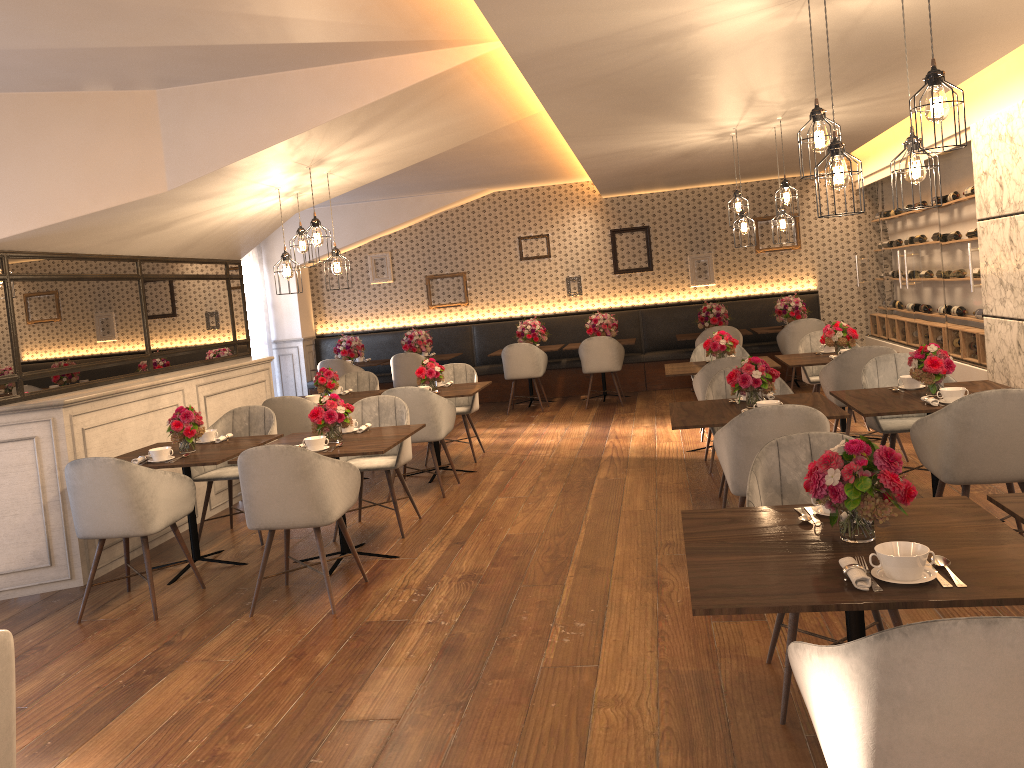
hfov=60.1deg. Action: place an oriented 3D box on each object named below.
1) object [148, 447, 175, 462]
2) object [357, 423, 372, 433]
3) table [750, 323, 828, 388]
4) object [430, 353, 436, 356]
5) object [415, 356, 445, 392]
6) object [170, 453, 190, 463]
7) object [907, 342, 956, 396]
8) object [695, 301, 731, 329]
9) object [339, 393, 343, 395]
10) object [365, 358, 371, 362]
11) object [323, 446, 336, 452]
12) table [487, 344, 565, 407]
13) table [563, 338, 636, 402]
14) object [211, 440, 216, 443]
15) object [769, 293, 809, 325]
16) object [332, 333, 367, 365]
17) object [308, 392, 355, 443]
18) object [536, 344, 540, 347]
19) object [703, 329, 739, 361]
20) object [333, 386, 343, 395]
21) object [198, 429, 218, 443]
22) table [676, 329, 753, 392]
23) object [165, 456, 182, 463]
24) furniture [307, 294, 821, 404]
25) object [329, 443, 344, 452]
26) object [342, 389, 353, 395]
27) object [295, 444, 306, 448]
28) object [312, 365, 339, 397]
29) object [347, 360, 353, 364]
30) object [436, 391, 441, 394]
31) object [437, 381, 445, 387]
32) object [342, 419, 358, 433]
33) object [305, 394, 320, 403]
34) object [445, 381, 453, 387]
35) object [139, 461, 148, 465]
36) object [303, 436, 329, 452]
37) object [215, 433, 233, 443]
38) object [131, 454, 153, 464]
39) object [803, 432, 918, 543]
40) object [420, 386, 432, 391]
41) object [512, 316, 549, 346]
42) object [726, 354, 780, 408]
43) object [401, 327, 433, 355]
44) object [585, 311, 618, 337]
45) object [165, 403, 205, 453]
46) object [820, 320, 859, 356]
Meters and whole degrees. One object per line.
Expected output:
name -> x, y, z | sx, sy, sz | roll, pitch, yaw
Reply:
object -> -2.029, 0.409, 5.114 | 0.148, 0.072, 0.148 | -8, 6, -23
object -> -0.925, 0.275, 5.548 | 0.056, 0.039, 0.176 | -5, 6, 10
table -> 3.512, -0.349, 11.064 | 0.895, 0.719, 0.900 | -5, 5, 10
object -> -1.085, -0.403, 12.108 | 0.056, 0.039, 0.176 | -5, 6, 10
object -> -0.686, -0.086, 7.499 | 0.234, 0.300, 0.307 | -3, 5, 29
object -> -1.919, 0.427, 5.117 | 0.043, 0.015, 0.198 | -4, 6, 13
object -> 2.304, -0.090, 4.840 | 0.234, 0.300, 0.306 | -5, 4, 11
object -> 2.525, -0.836, 11.111 | 0.421, 0.424, 0.405 | -9, 5, -38
object -> -1.520, 0.081, 7.986 | 0.025, 0.024, 0.193 | -5, 6, 10
object -> -1.997, -0.333, 12.259 | 0.056, 0.039, 0.176 | -5, 6, 10
object -> -1.016, 0.362, 4.974 | 0.022, 0.004, 0.212 | -4, 6, 10
table -> 0.234, -0.094, 11.610 | 0.895, 0.719, 0.900 | -5, 5, 10
table -> 1.177, -0.167, 11.453 | 0.895, 0.719, 0.900 | -5, 5, 10
object -> -1.889, 0.358, 5.699 | 0.025, 0.024, 0.193 | -5, 6, 10
object -> 3.450, -0.909, 10.968 | 0.421, 0.424, 0.405 | -9, 5, -37
object -> -2.189, -0.469, 11.898 | 0.421, 0.424, 0.405 | -9, 5, -38
object -> -1.054, 0.190, 5.212 | 0.234, 0.300, 0.307 | -3, 5, 29
object -> 0.340, -0.514, 11.871 | 0.056, 0.039, 0.176 | -5, 6, 10
object -> 1.766, -0.317, 7.468 | 0.305, 0.300, 0.235 | -6, 4, -13
object -> -1.599, 0.062, 8.007 | 0.148, 0.072, 0.148 | -8, 6, -23
object -> -1.968, 0.339, 5.720 | 0.148, 0.072, 0.148 | -8, 6, -23
table -> 2.569, -0.275, 11.221 | 0.895, 0.719, 0.900 | -5, 5, 10
object -> -1.945, 0.434, 5.129 | 0.022, 0.004, 0.212 | -4, 6, 10
furniture -> 0.617, -0.372, 12.179 | 7.082, 1.079, 0.543 | -4, 4, 9
object -> -0.990, 0.355, 4.963 | 0.043, 0.015, 0.198 | -4, 6, 13
object -> -1.486, 0.070, 7.989 | 0.056, 0.039, 0.176 | -5, 6, 10
object -> -1.210, 0.363, 4.979 | 0.056, 0.039, 0.176 | -5, 6, 10
object -> -1.611, -0.013, 7.641 | 0.234, 0.300, 0.306 | -7, 5, -15
object -> -2.171, -0.271, 11.671 | 0.149, 0.072, 0.148 | -9, 6, -33
object -> -0.622, 0.078, 7.250 | 0.043, 0.015, 0.198 | -4, 6, 13
object -> -0.671, -0.010, 7.852 | 0.148, 0.072, 0.148 | -8, 6, -23
object -> -1.039, 0.267, 5.565 | 0.148, 0.072, 0.148 | -8, 6, -23
object -> -1.661, 0.132, 7.401 | 0.148, 0.072, 0.148 | -8, 6, -23
object -> -0.557, -0.002, 7.835 | 0.056, 0.039, 0.176 | -5, 6, 10
object -> -2.103, 0.438, 5.137 | 0.025, 0.024, 0.193 | -5, 6, 10
object -> -1.100, 0.337, 4.959 | 0.148, 0.072, 0.148 | -8, 6, -23
object -> -1.854, 0.347, 5.702 | 0.056, 0.039, 0.176 | -5, 6, 10
object -> -2.139, 0.435, 5.133 | 0.056, 0.039, 0.176 | -5, 6, 10
object -> 0.963, 0.286, 2.486 | 0.305, 0.300, 0.235 | -1, 6, 42
object -> -0.732, 0.060, 7.247 | 0.148, 0.072, 0.148 | -8, 6, -23
object -> 0.253, -0.668, 11.577 | 0.421, 0.424, 0.405 | -9, 5, -37
object -> 1.373, -0.021, 5.025 | 0.305, 0.300, 0.235 | -6, 4, -13
object -> -1.258, -0.541, 11.738 | 0.420, 0.424, 0.407 | -6, 4, -2
object -> 1.152, -0.728, 11.326 | 0.419, 0.424, 0.407 | -5, 4, 12
object -> -1.979, 0.263, 5.353 | 0.234, 0.300, 0.306 | -7, 5, -15
object -> 2.694, -0.386, 7.282 | 0.305, 0.300, 0.235 | -3, 5, 31
